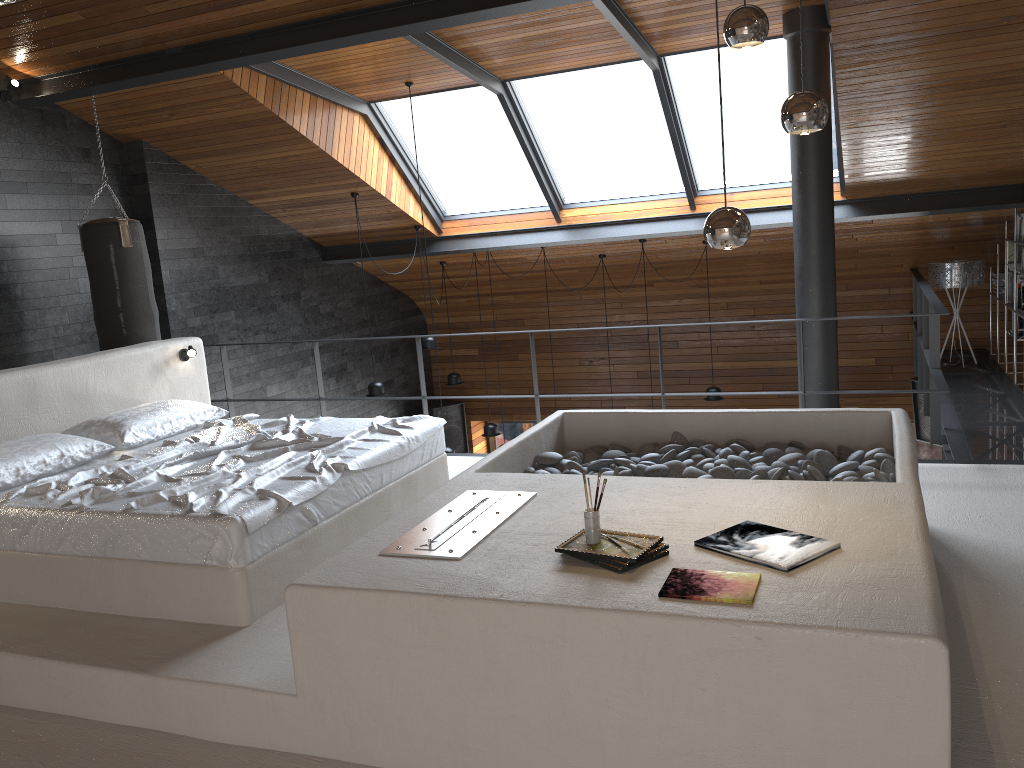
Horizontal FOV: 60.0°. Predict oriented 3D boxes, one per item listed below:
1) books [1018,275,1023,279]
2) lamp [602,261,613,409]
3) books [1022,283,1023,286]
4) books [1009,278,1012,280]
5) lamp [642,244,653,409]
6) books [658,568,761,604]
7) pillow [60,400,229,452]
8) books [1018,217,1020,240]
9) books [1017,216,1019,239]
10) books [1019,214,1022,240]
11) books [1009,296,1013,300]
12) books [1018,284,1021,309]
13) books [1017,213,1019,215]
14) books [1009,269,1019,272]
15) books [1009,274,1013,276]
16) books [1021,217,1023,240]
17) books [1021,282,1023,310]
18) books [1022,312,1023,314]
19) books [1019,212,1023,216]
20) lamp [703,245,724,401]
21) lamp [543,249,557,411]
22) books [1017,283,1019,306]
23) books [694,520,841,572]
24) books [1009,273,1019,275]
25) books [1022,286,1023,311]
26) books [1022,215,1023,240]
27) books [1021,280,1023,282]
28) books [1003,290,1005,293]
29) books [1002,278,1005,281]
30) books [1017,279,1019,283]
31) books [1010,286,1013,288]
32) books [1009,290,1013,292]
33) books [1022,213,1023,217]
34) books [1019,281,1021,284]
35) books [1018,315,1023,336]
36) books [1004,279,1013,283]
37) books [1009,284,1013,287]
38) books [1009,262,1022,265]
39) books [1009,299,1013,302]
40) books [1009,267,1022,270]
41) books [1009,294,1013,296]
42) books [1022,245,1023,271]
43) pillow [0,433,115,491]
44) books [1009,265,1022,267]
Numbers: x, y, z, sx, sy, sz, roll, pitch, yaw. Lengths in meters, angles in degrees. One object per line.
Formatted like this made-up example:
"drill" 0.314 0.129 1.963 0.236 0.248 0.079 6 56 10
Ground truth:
"books" 4.521 -0.828 7.786 0.143 0.268 0.020 -1 10 22
"lamp" 1.030 -0.516 9.553 0.210 2.002 0.210 -10 11 -29
"books" 4.348 -0.733 7.413 0.148 0.232 0.053 -1 10 22
"books" 4.629 -0.958 8.050 0.254 0.012 0.158 1 11 34
"lamp" 1.392 -0.511 9.049 0.210 1.911 0.210 -10 11 -29
"books" 0.548 0.556 2.447 0.251 0.013 0.188 -1 10 23
"pillow" -2.125 0.219 5.145 0.509 0.173 0.842 -1 10 22
"books" 4.372 -1.328 7.533 0.127 0.197 0.063 -1 10 22
"books" 4.430 -1.352 7.636 0.130 0.202 0.063 -1 10 22
"books" 4.369 -1.328 7.466 0.161 0.220 0.074 -1 10 22
"books" 4.644 -0.792 8.067 0.239 0.021 0.174 0 11 28
"books" 4.377 -0.749 7.537 0.137 0.215 0.014 -1 10 22
"books" 4.484 -1.381 7.706 0.169 0.229 0.077 -1 10 22
"books" 4.641 -1.034 8.020 0.234 0.028 0.180 -1 10 22
"books" 4.620 -0.998 8.051 0.208 0.017 0.168 -1 10 22
"books" 4.320 -1.297 7.376 0.138 0.189 0.065 -1 10 22
"books" 4.370 -0.745 7.468 0.143 0.235 0.055 -1 10 22
"books" 4.460 -0.526 7.675 0.137 0.216 0.049 -1 10 22
"books" 4.417 -1.360 7.590 0.143 0.233 0.081 -1 10 22
"lamp" 2.000 -0.616 8.953 0.210 1.565 0.210 -10 11 -29
"lamp" 0.413 -0.417 9.373 0.210 2.033 0.210 -10 11 -29
"books" 4.487 -0.781 7.730 0.143 0.199 0.019 -1 10 22
"books" 0.777 0.491 2.716 0.260 0.019 0.347 -12 11 -35
"books" 4.621 -1.012 8.032 0.228 0.016 0.182 -1 10 22
"books" 4.340 -0.716 7.400 0.148 0.206 0.053 -1 10 22
"books" 4.314 -1.303 7.358 0.137 0.213 0.068 -1 10 22
"books" 4.401 -0.767 7.542 0.131 0.247 0.018 -1 10 22
"books" 4.765 -0.870 8.322 0.240 0.028 0.180 -3 10 12
"books" 4.756 -0.979 8.304 0.268 0.025 0.176 -1 10 22
"books" 4.493 -0.801 7.740 0.148 0.234 0.013 -1 10 22
"books" 4.652 -0.892 8.051 0.227 0.013 0.160 1 11 34
"books" 4.635 -0.858 8.056 0.258 0.028 0.180 0 11 28
"books" 4.322 -1.317 7.406 0.122 0.227 0.076 -1 10 22
"books" 4.417 -0.769 7.591 0.129 0.231 0.010 -1 10 22
"books" 4.453 -0.511 7.662 0.138 0.191 0.049 -1 10 22
"books" 4.629 -0.937 8.043 0.288 0.025 0.175 0 11 28
"books" 4.642 -0.904 8.041 0.225 0.017 0.168 -1 10 22
"books" 4.635 -1.096 8.041 0.228 0.016 0.182 -1 10 22
"books" 4.643 -0.772 8.066 0.247 0.016 0.182 -1 10 22
"books" 4.627 -1.060 8.039 0.216 0.021 0.174 -1 10 22
"books" 4.643 -0.822 8.061 0.252 0.016 0.182 0 10 26
"books" 4.261 -1.030 7.245 0.130 0.216 0.311 -1 10 22
"pillow" -2.457 0.379 4.329 0.502 0.176 0.837 -1 10 23
"books" 4.627 -1.078 8.036 0.228 0.016 0.182 -1 10 22
